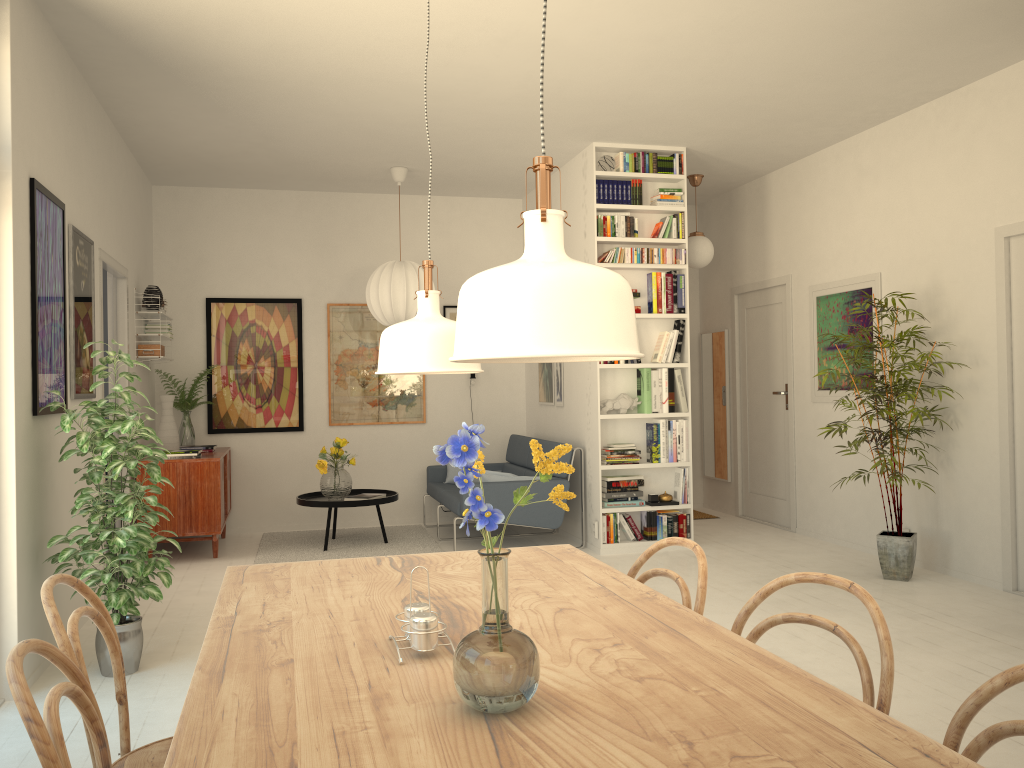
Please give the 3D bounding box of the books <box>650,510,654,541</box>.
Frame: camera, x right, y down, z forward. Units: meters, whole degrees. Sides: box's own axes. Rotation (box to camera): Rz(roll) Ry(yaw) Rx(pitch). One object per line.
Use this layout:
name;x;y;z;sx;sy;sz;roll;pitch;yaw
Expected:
books;0.978;1.012;6.409;0.015;0.214;0.202;-1;0;-14

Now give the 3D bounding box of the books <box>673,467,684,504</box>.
books;1.199;0.739;6.493;0.034;0.257;0.209;-1;0;-14

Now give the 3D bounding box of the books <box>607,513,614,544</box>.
books;0.682;1.021;6.334;0.020;0.211;0.184;-1;0;-14

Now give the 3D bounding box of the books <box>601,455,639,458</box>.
books;0.771;0.518;6.371;0.250;0.008;0.135;-1;0;-18

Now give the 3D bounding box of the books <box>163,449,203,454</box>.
books;-2.360;0.481;6.261;0.311;0.015;0.192;-1;0;-11

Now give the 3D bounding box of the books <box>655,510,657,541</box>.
books;1.004;1.011;6.429;0.015;0.214;0.202;-1;0;-14

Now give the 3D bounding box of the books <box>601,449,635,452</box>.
books;0.751;0.471;6.363;0.221;0.010;0.169;-1;0;-11

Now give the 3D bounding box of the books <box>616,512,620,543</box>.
books;0.729;1.017;6.346;0.010;0.215;0.193;-1;0;-14

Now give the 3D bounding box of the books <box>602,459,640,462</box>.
books;0.769;0.542;6.363;0.248;0.009;0.171;-1;0;-11

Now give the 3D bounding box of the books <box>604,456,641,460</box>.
books;0.786;0.529;6.394;0.255;0.014;0.197;-1;0;-5

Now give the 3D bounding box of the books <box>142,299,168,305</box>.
books;-2.659;-0.609;6.601;0.178;0.036;0.145;-1;0;-21

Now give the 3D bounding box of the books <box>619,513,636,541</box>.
books;0.799;1.022;6.366;0.135;0.200;0.134;-1;0;-14

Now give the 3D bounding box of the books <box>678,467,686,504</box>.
books;1.226;0.739;6.466;0.033;0.258;0.130;-1;0;-14

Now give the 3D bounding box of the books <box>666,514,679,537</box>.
books;1.150;1.031;6.483;0.050;0.170;0.221;-1;0;-14

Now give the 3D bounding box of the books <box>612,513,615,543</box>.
books;0.694;1.022;6.351;0.012;0.206;0.193;-1;0;-14

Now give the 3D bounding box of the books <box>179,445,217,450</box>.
books;-2.490;0.495;6.872;0.368;0.020;0.255;-1;0;-12

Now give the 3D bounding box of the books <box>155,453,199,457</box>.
books;-2.371;0.496;6.258;0.296;0.015;0.240;-1;0;-15

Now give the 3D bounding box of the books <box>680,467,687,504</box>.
books;1.237;0.738;6.497;0.008;0.256;0.184;-1;0;-14

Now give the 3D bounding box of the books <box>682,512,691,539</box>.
books;1.245;1.027;6.506;0.032;0.176;0.230;-1;0;-14

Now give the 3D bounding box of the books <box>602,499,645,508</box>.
books;0.784;0.854;6.386;0.297;0.038;0.204;-1;0;-9

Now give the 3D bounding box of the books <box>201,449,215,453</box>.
books;-2.501;0.516;6.862;0.371;0.022;0.259;-1;0;-14

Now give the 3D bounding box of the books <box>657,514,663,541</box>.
books;1.031;1.029;6.443;0.044;0.179;0.224;-1;0;-14

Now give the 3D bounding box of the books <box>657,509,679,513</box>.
books;1.116;0.923;6.436;0.165;0.006;0.103;-1;0;-14

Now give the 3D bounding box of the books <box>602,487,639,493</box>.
books;0.765;0.752;6.367;0.247;0.039;0.143;-1;0;-17

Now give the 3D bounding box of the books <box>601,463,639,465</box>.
books;0.765;0.566;6.356;0.247;0.009;0.170;-1;0;-11

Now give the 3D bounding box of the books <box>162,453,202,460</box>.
books;-2.361;0.512;6.261;0.320;0.020;0.237;-1;0;-18

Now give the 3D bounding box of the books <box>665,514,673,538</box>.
books;1.107;1.036;6.457;0.048;0.163;0.209;-1;0;-14

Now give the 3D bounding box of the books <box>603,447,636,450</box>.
books;0.762;0.458;6.375;0.212;0.017;0.165;-1;0;-17

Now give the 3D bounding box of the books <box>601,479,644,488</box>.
books;0.782;0.709;6.373;0.285;0.047;0.185;-1;0;-14

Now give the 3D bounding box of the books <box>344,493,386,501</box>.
books;-1.104;0.858;6.683;0.200;0.031;0.289;-1;0;20

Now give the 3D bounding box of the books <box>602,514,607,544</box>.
books;0.625;1.030;6.327;0.039;0.199;0.185;-1;0;-14

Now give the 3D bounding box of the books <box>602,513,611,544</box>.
books;0.658;1.024;6.332;0.026;0.206;0.187;-1;0;-14

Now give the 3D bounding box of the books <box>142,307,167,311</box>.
books;-2.663;-0.557;6.612;0.158;0.019;0.131;-1;0;-13

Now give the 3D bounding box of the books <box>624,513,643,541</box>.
books;0.860;1.028;6.382;0.131;0.188;0.136;-1;0;-14

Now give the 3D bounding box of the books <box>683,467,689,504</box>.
books;1.247;0.737;6.487;0.007;0.257;0.181;-1;0;-14

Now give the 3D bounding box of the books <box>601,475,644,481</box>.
books;0.781;0.672;6.389;0.297;0.024;0.162;-1;0;-23

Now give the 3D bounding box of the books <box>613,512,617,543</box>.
books;0.710;1.017;6.356;0.021;0.215;0.174;-1;0;-14

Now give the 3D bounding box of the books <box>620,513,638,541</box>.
books;0.830;1.025;6.367;0.118;0.192;0.118;-1;0;-14

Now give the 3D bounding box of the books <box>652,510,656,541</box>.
books;0.991;1.011;6.420;0.015;0.214;0.202;-1;0;-14

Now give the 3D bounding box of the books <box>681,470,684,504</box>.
books;1.208;0.739;6.497;0.030;0.256;0.198;-1;0;-14

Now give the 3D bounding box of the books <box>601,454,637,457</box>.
books;0.760;0.509;6.350;0.238;0.012;0.120;-1;0;-19

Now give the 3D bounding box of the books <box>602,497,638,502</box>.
books;0.760;0.820;6.380;0.241;0.024;0.168;-1;0;-19

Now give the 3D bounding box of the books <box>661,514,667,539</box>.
books;1.068;1.030;6.447;0.032;0.176;0.222;-1;0;-14

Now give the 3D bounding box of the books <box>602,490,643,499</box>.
books;0.771;0.788;6.368;0.297;0.039;0.165;-1;0;-19

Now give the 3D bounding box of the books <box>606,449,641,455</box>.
books;0.791;0.489;6.380;0.235;0.025;0.163;-1;0;-8

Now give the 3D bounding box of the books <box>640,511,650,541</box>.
books;0.948;1.012;6.406;0.015;0.214;0.202;-1;0;-14

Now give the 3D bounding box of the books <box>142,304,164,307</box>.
books;-2.672;-0.578;6.603;0.155;0.024;0.136;-1;0;-22

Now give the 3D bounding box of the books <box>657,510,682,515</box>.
books;1.124;0.932;6.457;0.193;0.012;0.130;-1;0;-14

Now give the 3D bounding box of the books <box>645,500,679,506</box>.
books;1.078;0.858;6.393;0.215;0.023;0.130;-1;0;-14

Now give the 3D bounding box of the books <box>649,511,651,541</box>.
books;0.961;1.012;6.417;0.015;0.214;0.202;-1;0;-14

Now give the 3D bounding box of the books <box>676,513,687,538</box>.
books;1.207;1.026;6.477;0.056;0.180;0.202;-1;0;-14
